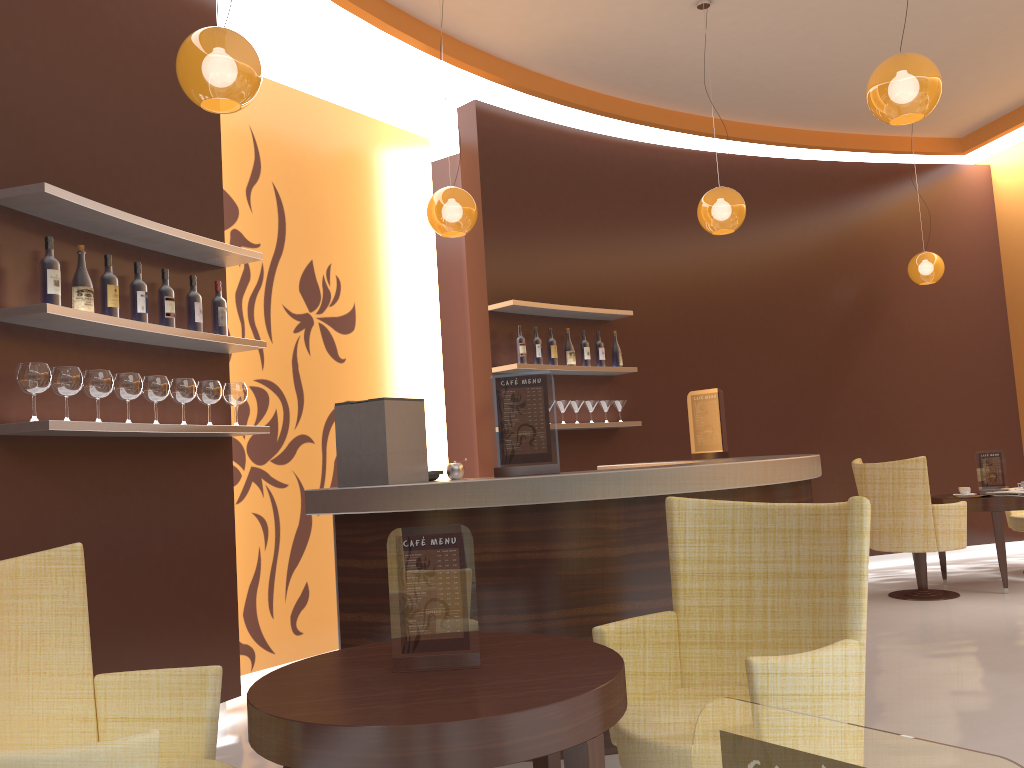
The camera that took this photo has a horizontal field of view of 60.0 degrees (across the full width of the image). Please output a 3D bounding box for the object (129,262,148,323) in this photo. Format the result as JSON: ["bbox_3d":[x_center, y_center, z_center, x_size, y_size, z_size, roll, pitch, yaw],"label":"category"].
[{"bbox_3d":[-1.621,-0.382,3.850,0.073,0.297,0.073,-3,-5,-2],"label":"object"}]

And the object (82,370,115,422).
[{"bbox_3d":[-1.669,0.058,3.574,0.125,0.221,0.125,-5,-5,13],"label":"object"}]

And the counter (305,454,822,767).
[{"bbox_3d":[0.671,0.941,4.247,1.586,1.100,2.917,-7,-6,33],"label":"counter"}]

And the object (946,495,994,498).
[{"bbox_3d":[3.376,0.839,6.637,0.239,0.021,0.464,-4,-5,2],"label":"object"}]

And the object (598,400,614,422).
[{"bbox_3d":[0.724,0.218,6.844,0.137,0.174,0.137,-5,-5,13],"label":"object"}]

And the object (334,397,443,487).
[{"bbox_3d":[-0.498,0.241,3.671,0.270,0.340,0.373,-7,-6,33],"label":"object"}]

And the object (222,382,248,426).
[{"bbox_3d":[-1.354,0.106,4.344,0.125,0.221,0.125,-5,-5,13],"label":"object"}]

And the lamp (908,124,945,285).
[{"bbox_3d":[3.642,-1.638,7.941,0.299,1.500,0.299,-3,-5,-12],"label":"lamp"}]

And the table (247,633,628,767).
[{"bbox_3d":[-0.151,1.012,2.063,0.872,0.679,0.874,-7,-6,34],"label":"table"}]

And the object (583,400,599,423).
[{"bbox_3d":[0.601,0.217,6.747,0.137,0.174,0.137,0,-6,-37],"label":"object"}]

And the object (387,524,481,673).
[{"bbox_3d":[-0.189,0.510,2.123,0.209,0.335,0.042,-4,-5,2],"label":"object"}]

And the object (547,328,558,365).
[{"bbox_3d":[0.294,-0.267,6.543,0.073,0.297,0.073,-2,-5,-14],"label":"object"}]

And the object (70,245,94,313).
[{"bbox_3d":[-1.726,-0.407,3.559,0.086,0.303,0.086,0,-6,-33],"label":"object"}]

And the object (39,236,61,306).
[{"bbox_3d":[-1.761,-0.415,3.379,0.073,0.297,0.073,-3,-5,-2],"label":"object"}]

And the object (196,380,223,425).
[{"bbox_3d":[-1.432,0.098,4.194,0.125,0.221,0.125,-5,-5,13],"label":"object"}]

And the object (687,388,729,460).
[{"bbox_3d":[1.163,0.240,5.283,0.052,0.414,0.258,1,-7,-43],"label":"object"}]

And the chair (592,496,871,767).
[{"bbox_3d":[0.600,0.820,2.360,0.685,1.017,0.729,0,-6,-34],"label":"chair"}]

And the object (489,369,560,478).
[{"bbox_3d":[0.046,0.152,3.478,0.258,0.414,0.052,-4,-5,2],"label":"object"}]

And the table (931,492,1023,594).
[{"bbox_3d":[3.693,1.178,6.717,0.872,0.679,0.874,-6,-6,24],"label":"table"}]

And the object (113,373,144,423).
[{"bbox_3d":[-1.614,0.068,3.727,0.125,0.221,0.125,-5,-5,13],"label":"object"}]

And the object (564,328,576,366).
[{"bbox_3d":[0.429,-0.269,6.672,0.086,0.303,0.086,-1,-6,-28],"label":"object"}]

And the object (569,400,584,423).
[{"bbox_3d":[0.483,0.216,6.649,0.137,0.174,0.137,0,-6,-37],"label":"object"}]

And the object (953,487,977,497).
[{"bbox_3d":[3.392,0.809,6.647,0.153,0.069,0.153,-5,-5,14],"label":"object"}]

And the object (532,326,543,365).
[{"bbox_3d":[0.182,-0.269,6.434,0.073,0.297,0.073,-6,-6,26],"label":"object"}]

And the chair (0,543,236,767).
[{"bbox_3d":[-0.950,0.885,1.974,0.685,1.017,0.729,-3,-5,-5],"label":"chair"}]

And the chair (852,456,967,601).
[{"bbox_3d":[2.922,1.037,6.493,0.685,1.017,0.729,-2,-5,-15],"label":"chair"}]

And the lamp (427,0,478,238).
[{"bbox_3d":[-0.389,-1.617,5.251,0.299,1.500,0.299,-4,-5,6],"label":"lamp"}]

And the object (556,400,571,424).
[{"bbox_3d":[0.375,0.214,6.550,0.137,0.174,0.137,0,-6,-37],"label":"object"}]

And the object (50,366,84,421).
[{"bbox_3d":[-1.718,0.047,3.418,0.125,0.221,0.125,-5,-5,13],"label":"object"}]

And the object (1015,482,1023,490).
[{"bbox_3d":[3.977,0.789,6.845,0.153,0.069,0.153,-1,-6,-28],"label":"object"}]

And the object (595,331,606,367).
[{"bbox_3d":[0.679,-0.262,6.869,0.073,0.297,0.073,-6,-6,26],"label":"object"}]

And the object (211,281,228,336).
[{"bbox_3d":[-1.424,-0.354,4.310,0.073,0.297,0.073,-3,-5,-2],"label":"object"}]

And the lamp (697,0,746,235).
[{"bbox_3d":[1.272,-1.693,5.605,0.299,1.500,0.299,-4,-5,6],"label":"lamp"}]

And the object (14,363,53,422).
[{"bbox_3d":[-1.760,0.037,3.266,0.125,0.221,0.125,-5,-5,13],"label":"object"}]

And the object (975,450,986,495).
[{"bbox_3d":[3.947,0.574,5.851,0.187,0.335,2.090,-2,-5,-16],"label":"object"}]

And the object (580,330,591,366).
[{"bbox_3d":[0.556,-0.263,6.768,0.073,0.297,0.073,-6,-6,26],"label":"object"}]

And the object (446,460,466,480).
[{"bbox_3d":[-0.235,0.359,3.692,0.075,0.077,0.075,1,-7,-43],"label":"object"}]

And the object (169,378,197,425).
[{"bbox_3d":[-1.497,0.088,4.037,0.125,0.221,0.125,-5,-5,13],"label":"object"}]

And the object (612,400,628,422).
[{"bbox_3d":[0.845,0.219,6.942,0.137,0.174,0.137,0,-6,-37],"label":"object"}]

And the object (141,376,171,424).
[{"bbox_3d":[-1.559,0.078,3.881,0.125,0.221,0.125,-5,-5,13],"label":"object"}]

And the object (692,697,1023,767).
[{"bbox_3d":[0.177,0.335,0.426,0.042,0.335,0.209,0,-6,-37],"label":"object"}]

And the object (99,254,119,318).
[{"bbox_3d":[-1.678,-0.393,3.694,0.073,0.297,0.073,1,-7,-42],"label":"object"}]

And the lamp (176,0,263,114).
[{"bbox_3d":[-1.099,-1.748,3.268,0.299,1.500,0.299,0,-6,-34],"label":"lamp"}]

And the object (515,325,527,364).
[{"bbox_3d":[0.061,-0.272,6.313,0.073,0.297,0.073,-6,-6,26],"label":"object"}]

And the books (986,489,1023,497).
[{"bbox_3d":[3.733,0.797,6.497,0.367,0.035,0.345,-2,-5,-22],"label":"books"}]

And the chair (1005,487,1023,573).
[{"bbox_3d":[4.381,1.001,7.143,0.685,1.017,0.729,-3,-5,-13],"label":"chair"}]

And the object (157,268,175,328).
[{"bbox_3d":[-1.560,-0.373,3.999,0.073,0.297,0.073,-3,-5,-2],"label":"object"}]

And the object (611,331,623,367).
[{"bbox_3d":[0.818,-0.267,6.977,0.086,0.303,0.086,-4,-5,2],"label":"object"}]

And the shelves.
[{"bbox_3d":[-0.588,-0.175,5.209,0.586,0.902,4.744,-7,-6,35],"label":"shelves"}]

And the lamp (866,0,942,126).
[{"bbox_3d":[1.637,-1.873,3.851,0.299,1.500,0.299,0,-6,-34],"label":"lamp"}]

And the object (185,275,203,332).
[{"bbox_3d":[-1.492,-0.363,4.160,0.073,0.297,0.073,-2,-5,-15],"label":"object"}]

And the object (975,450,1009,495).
[{"bbox_3d":[3.683,0.676,6.807,0.209,0.335,0.042,-5,-5,11],"label":"object"}]
